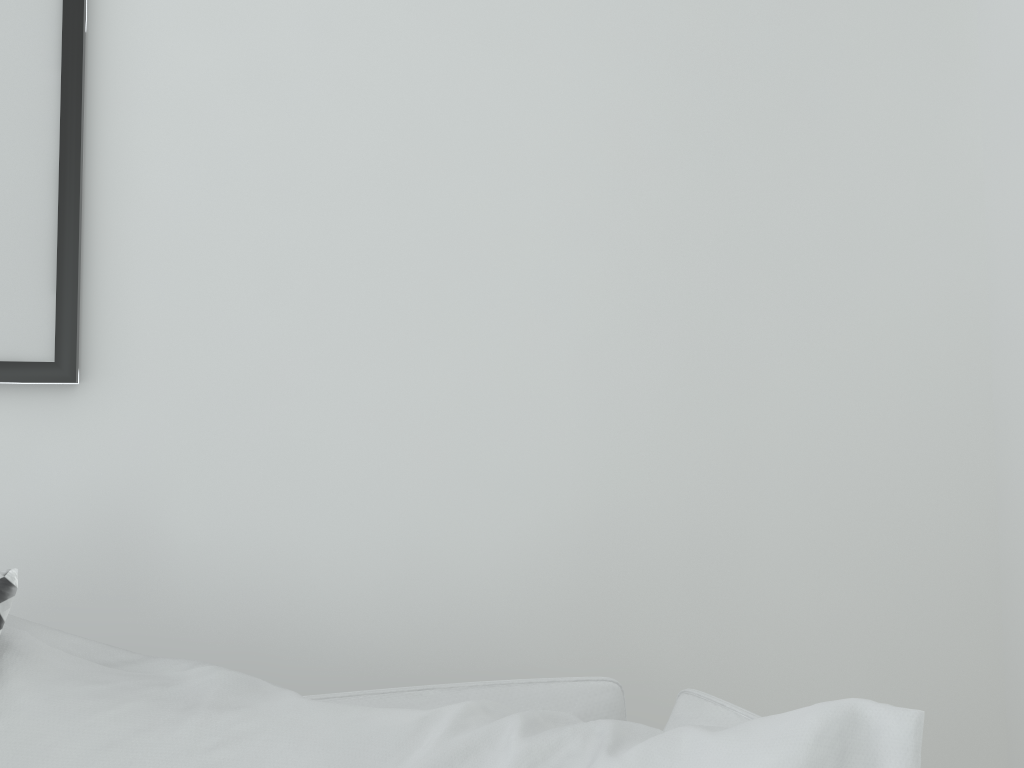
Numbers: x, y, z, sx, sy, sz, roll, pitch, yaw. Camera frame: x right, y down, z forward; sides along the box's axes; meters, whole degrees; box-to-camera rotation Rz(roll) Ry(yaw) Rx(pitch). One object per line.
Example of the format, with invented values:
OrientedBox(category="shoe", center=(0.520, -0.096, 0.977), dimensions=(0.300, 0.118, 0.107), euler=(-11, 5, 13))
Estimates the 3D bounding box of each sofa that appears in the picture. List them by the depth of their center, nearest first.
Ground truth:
OrientedBox(category="sofa", center=(-0.949, 0.606, 0.015), dimensions=(2.647, 0.768, 0.917), euler=(1, -4, -18))

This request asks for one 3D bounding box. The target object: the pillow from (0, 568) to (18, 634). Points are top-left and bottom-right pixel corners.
OrientedBox(category="pillow", center=(-0.963, 0.346, 0.069), dimensions=(2.488, 0.513, 0.676), euler=(1, -4, -16))

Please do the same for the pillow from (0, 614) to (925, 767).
OrientedBox(category="pillow", center=(-0.108, 0.375, 0.475), dimensions=(0.623, 0.498, 0.333), euler=(-1, -4, 16))

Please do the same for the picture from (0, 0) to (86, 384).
OrientedBox(category="picture", center=(-0.773, -0.540, 0.789), dimensions=(0.720, 1.072, 0.015), euler=(1, -4, -18))
